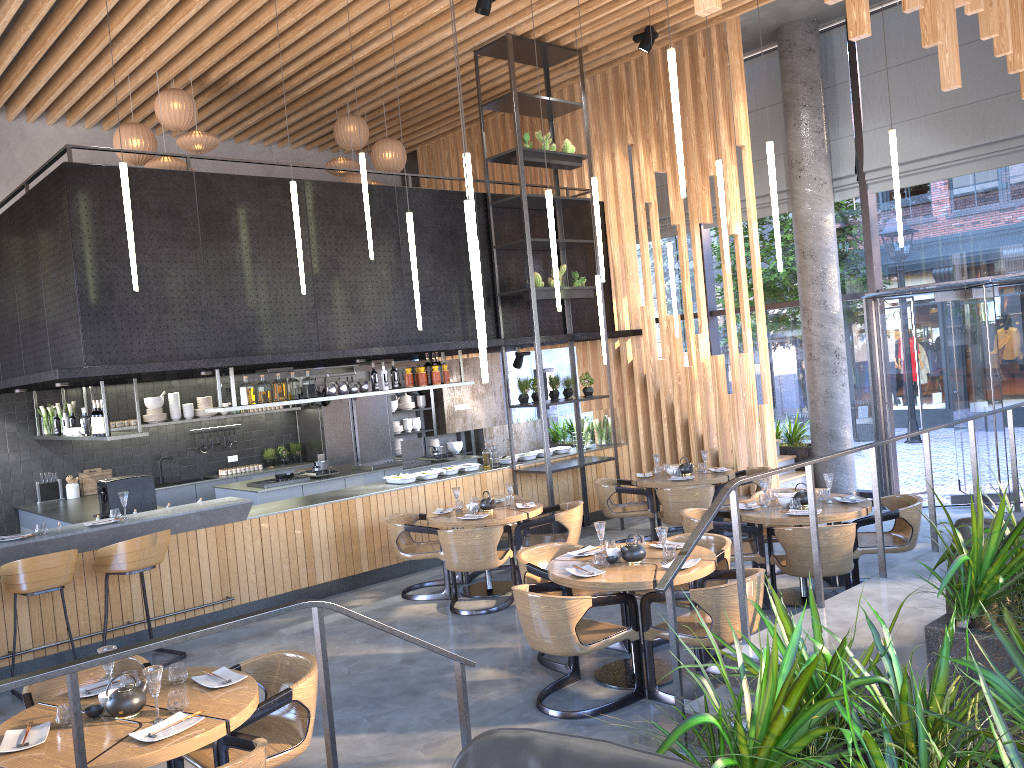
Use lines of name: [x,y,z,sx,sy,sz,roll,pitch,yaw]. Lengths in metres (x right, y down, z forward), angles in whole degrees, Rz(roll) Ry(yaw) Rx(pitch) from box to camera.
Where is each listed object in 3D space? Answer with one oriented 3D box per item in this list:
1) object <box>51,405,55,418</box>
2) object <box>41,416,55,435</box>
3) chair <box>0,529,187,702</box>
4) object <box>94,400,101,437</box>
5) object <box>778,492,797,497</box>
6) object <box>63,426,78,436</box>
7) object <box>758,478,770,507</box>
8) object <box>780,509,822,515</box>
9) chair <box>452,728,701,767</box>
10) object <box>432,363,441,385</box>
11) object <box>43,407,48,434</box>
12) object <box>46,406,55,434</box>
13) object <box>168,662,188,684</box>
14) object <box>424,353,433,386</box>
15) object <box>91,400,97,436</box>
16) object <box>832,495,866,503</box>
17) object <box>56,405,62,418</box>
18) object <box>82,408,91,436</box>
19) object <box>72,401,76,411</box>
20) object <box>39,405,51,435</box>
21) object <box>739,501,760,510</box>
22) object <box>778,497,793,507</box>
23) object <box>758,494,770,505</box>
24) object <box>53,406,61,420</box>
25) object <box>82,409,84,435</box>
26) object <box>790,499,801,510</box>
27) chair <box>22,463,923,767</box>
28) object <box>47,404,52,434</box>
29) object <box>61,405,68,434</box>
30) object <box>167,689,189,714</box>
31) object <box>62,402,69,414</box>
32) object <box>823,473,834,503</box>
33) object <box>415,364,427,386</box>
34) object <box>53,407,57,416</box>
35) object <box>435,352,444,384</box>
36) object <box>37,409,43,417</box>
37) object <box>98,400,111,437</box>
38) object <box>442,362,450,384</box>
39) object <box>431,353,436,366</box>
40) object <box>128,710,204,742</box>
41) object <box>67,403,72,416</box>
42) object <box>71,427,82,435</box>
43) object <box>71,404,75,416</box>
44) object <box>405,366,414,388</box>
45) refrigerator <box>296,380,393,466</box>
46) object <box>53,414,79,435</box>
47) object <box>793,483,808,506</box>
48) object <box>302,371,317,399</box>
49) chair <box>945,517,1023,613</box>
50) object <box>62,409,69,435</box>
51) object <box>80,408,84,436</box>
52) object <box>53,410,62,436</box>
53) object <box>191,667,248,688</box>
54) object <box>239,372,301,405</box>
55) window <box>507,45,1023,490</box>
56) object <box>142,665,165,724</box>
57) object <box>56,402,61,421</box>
object: [-5.713,0.442,11.080,0.141,0.356,0.057,-4,2,45]
object: [-5.707,0.512,11.036,0.248,0.231,0.234,-6,2,-31]
chair: [-5.624,1.942,7.077,5.395,1.047,2.787,-5,2,26]
object: [-4.282,0.353,9.218,0.100,0.378,0.101,-4,2,43]
object: [2.354,0.949,7.564,0.294,0.025,0.170,-5,1,7]
object: [-5.090,0.534,10.235,0.159,0.110,0.172,-6,2,-36]
object: [2.053,0.884,7.203,0.082,0.227,0.082,-6,2,-21]
object: [2.201,0.983,6.775,0.294,0.025,0.170,-4,2,29]
chair: [0.018,1.166,1.647,1.030,0.743,0.833,-4,2,34]
object: [-0.851,-0.111,9.919,0.096,0.246,0.096,-5,1,4]
object: [-5.787,0.455,10.992,0.055,0.345,0.118,-6,2,-26]
object: [-5.687,0.446,10.961,0.057,0.347,0.093,-5,2,27]
object: [-1.574,1.365,4.178,0.086,0.086,0.086,-6,1,-16]
object: [-0.945,-0.172,9.993,0.105,0.380,0.105,-6,1,-11]
object: [-4.366,0.358,9.314,0.100,0.378,0.101,-4,2,42]
object: [2.700,0.928,7.139,0.170,0.025,0.294,-5,1,-6]
object: [-5.478,0.426,10.826,0.141,0.356,0.057,-6,2,-27]
object: [-4.602,0.409,9.586,0.073,0.305,0.072,-5,1,2]
object: [-5.383,0.401,10.904,0.084,0.386,0.046,-4,2,30]
object: [-5.745,0.444,10.919,0.105,0.365,0.047,-6,2,-23]
object: [1.925,0.996,7.261,0.170,0.025,0.294,-5,1,7]
object: [2.204,0.954,7.142,0.116,0.065,0.116,-5,1,17]
object: [2.071,0.951,7.290,0.086,0.086,0.086,-4,2,35]
object: [-5.514,0.433,10.870,0.169,0.349,0.056,-6,2,-28]
object: [-4.666,0.412,9.705,0.073,0.305,0.072,-6,2,-33]
object: [2.216,0.947,6.936,0.086,0.086,0.086,-6,2,-33]
chair: [-0.724,1.658,6.136,9.749,0.759,4.352,-6,2,-40]
object: [-5.739,0.434,11.014,0.056,0.381,0.113,-6,2,-28]
object: [-5.418,0.428,10.728,0.118,0.345,0.055,-5,1,-8]
object: [-1.432,1.362,3.797,0.086,0.086,0.086,-4,2,31]
object: [-5.425,0.411,10.782,0.113,0.381,0.056,-6,1,-10]
object: [2.558,0.839,7.147,0.082,0.227,0.082,-4,2,31]
object: [-1.027,-0.096,9.969,0.096,0.246,0.235,-6,2,-21]
object: [-5.501,0.444,10.747,0.054,0.330,0.220,-6,1,-9]
object: [-0.839,-0.184,10.048,0.105,0.380,0.105,-5,2,24]
object: [-5.795,0.463,11.078,0.220,0.330,0.054,-6,2,-28]
object: [-4.197,0.347,9.121,0.100,0.378,0.101,-4,2,42]
object: [-0.768,-0.125,10.166,0.096,0.246,0.096,-5,1,4]
object: [-0.891,-0.183,10.207,0.105,0.380,0.105,-5,1,9]
object: [-1.381,1.393,3.613,0.170,0.025,0.294,-4,2,33]
object: [-5.336,0.411,10.746,0.047,0.365,0.105,-5,1,-5]
object: [-4.923,0.523,10.082,0.172,0.110,0.159,-4,2,32]
object: [-5.358,0.419,10.813,0.057,0.347,0.093,-7,2,-44]
object: [-1.154,-0.084,9.930,0.096,0.246,0.096,-5,1,4]
refrigerator: [-2.534,1.001,13.600,1.131,2.027,0.803,-7,2,-41]
object: [-5.430,0.491,10.813,0.234,0.231,0.248,-6,1,-13]
object: [2.346,0.883,7.129,0.168,0.179,0.163,-5,1,14]
object: [-2.047,0.007,8.935,0.105,0.274,0.105,-7,2,-42]
chair: [2.409,0.893,3.760,0.833,0.743,1.030,-6,2,-34]
object: [-5.301,0.450,10.526,0.072,0.305,0.073,-5,2,22]
object: [-4.737,0.416,9.823,0.073,0.305,0.072,-6,1,-9]
object: [-5.426,0.461,10.581,0.073,0.305,0.072,-7,2,-45]
object: [-1.385,1.379,4.162,0.170,0.025,0.294,-7,2,-44]
object: [-2.355,0.041,8.677,0.630,0.274,0.139,-7,2,-43]
window: [-0.681,-0.954,7.199,12.739,5.897,12.900,-7,2,-41]
object: [-1.488,1.298,3.703,0.082,0.227,0.082,-6,2,-20]
object: [-5.610,0.419,11.012,0.046,0.386,0.084,-5,1,12]
